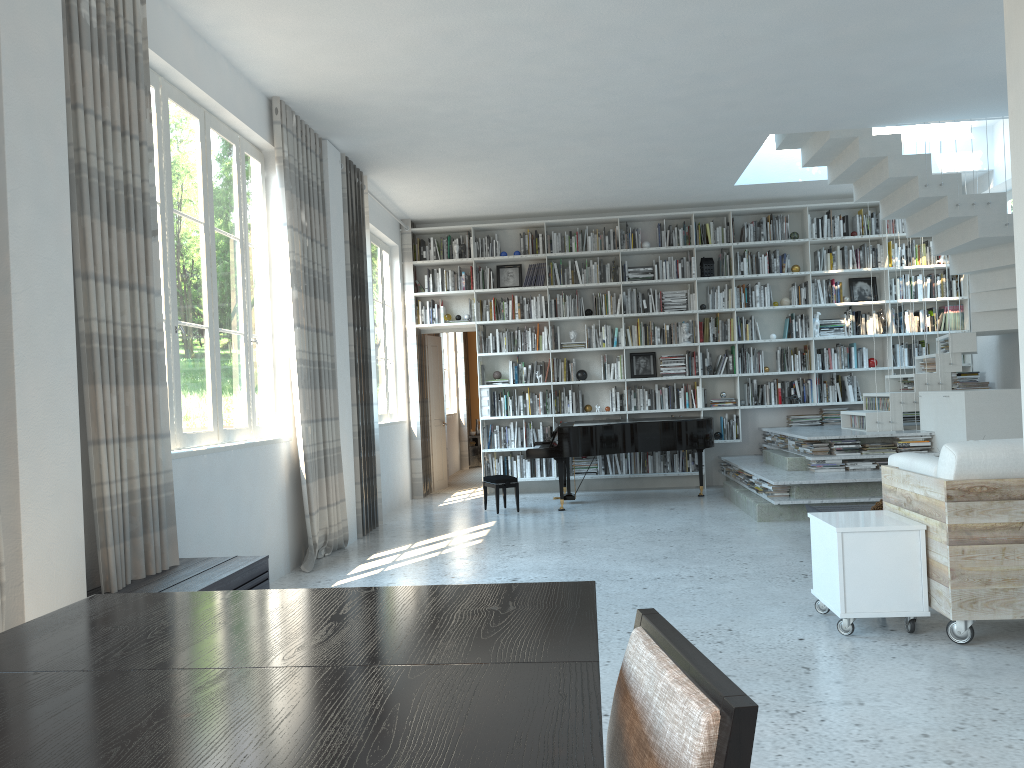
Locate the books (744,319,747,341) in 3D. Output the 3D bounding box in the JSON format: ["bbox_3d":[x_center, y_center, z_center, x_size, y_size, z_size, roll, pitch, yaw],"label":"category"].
[{"bbox_3d":[2.660,-0.612,10.147,0.013,0.256,0.144,-3,0,5],"label":"books"}]

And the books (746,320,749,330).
[{"bbox_3d":[2.687,-0.607,10.140,0.008,0.242,0.169,-3,0,5],"label":"books"}]

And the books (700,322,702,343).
[{"bbox_3d":[2.165,-0.584,10.193,0.014,0.244,0.145,-3,0,5],"label":"books"}]

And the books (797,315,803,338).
[{"bbox_3d":[3.273,-0.649,10.094,0.032,0.274,0.154,-3,0,5],"label":"books"}]

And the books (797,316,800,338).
[{"bbox_3d":[3.241,-0.640,10.089,0.015,0.259,0.152,-3,0,5],"label":"books"}]

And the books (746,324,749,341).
[{"bbox_3d":[2.674,-0.581,10.115,0.017,0.192,0.191,-3,-1,5],"label":"books"}]

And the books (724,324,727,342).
[{"bbox_3d":[2.425,-0.575,10.147,0.034,0.204,0.181,-3,0,5],"label":"books"}]

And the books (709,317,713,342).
[{"bbox_3d":[2.282,-0.614,10.167,0.019,0.294,0.163,-3,0,5],"label":"books"}]

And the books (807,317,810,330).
[{"bbox_3d":[3.366,-0.639,10.074,0.010,0.245,0.158,-3,0,5],"label":"books"}]

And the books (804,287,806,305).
[{"bbox_3d":[3.311,-0.985,10.076,0.013,0.204,0.173,-3,0,5],"label":"books"}]

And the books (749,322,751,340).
[{"bbox_3d":[2.708,-0.592,10.131,0.007,0.211,0.158,-3,0,5],"label":"books"}]

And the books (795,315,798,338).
[{"bbox_3d":[3.224,-0.641,10.090,0.018,0.263,0.165,-3,0,5],"label":"books"}]

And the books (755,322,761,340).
[{"bbox_3d":[2.798,-0.594,10.112,0.051,0.210,0.176,-3,0,5],"label":"books"}]

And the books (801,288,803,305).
[{"bbox_3d":[3.284,-0.982,10.089,0.013,0.202,0.173,-3,0,5],"label":"books"}]

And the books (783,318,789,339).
[{"bbox_3d":[3.123,-0.624,10.109,0.056,0.241,0.153,-3,0,5],"label":"books"}]

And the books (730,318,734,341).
[{"bbox_3d":[2.513,-0.611,10.166,0.033,0.268,0.141,-3,0,5],"label":"books"}]

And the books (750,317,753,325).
[{"bbox_3d":[2.737,-0.624,10.137,0.006,0.273,0.167,-3,0,5],"label":"books"}]

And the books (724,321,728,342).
[{"bbox_3d":[2.452,-0.594,10.164,0.028,0.239,0.145,-3,0,5],"label":"books"}]

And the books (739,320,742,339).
[{"bbox_3d":[2.610,-0.604,10.158,0.007,0.244,0.145,-3,0,5],"label":"books"}]

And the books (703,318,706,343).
[{"bbox_3d":[2.207,-0.610,10.175,0.035,0.293,0.145,-3,0,5],"label":"books"}]

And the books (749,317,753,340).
[{"bbox_3d":[2.730,-0.622,10.132,0.006,0.270,0.178,-3,0,5],"label":"books"}]

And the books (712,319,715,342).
[{"bbox_3d":[2.303,-0.606,10.189,0.035,0.278,0.139,-3,0,5],"label":"books"}]

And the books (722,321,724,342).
[{"bbox_3d":[2.400,-0.593,10.141,0.027,0.242,0.188,-3,0,5],"label":"books"}]

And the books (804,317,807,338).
[{"bbox_3d":[3.321,-0.636,10.090,0.013,0.245,0.158,-3,0,5],"label":"books"}]

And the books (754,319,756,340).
[{"bbox_3d":[2.769,-0.616,10.142,0.007,0.254,0.161,-3,0,5],"label":"books"}]

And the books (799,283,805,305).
[{"bbox_3d":[3.296,-1.010,10.078,0.016,0.257,0.176,-3,0,5],"label":"books"}]

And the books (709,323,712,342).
[{"bbox_3d":[2.266,-0.582,10.172,0.015,0.232,0.180,-3,0,5],"label":"books"}]

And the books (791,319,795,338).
[{"bbox_3d":[3.190,-0.618,10.090,0.013,0.219,0.187,-3,0,5],"label":"books"}]

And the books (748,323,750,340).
[{"bbox_3d":[2.699,-0.590,10.140,0.014,0.209,0.156,-3,0,5],"label":"books"}]

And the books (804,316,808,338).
[{"bbox_3d":[3.332,-0.641,10.071,0.011,0.252,0.169,-3,0,5],"label":"books"}]

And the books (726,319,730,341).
[{"bbox_3d":[2.474,-0.609,10.157,0.032,0.266,0.143,-3,0,5],"label":"books"}]

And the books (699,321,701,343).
[{"bbox_3d":[2.148,-0.589,10.196,0.015,0.255,0.150,-3,0,5],"label":"books"}]

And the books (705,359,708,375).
[{"bbox_3d":[2.219,-0.192,10.165,0.027,0.192,0.182,-3,0,5],"label":"books"}]

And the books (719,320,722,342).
[{"bbox_3d":[2.378,-0.597,10.167,0.033,0.253,0.174,-3,0,5],"label":"books"}]

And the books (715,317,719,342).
[{"bbox_3d":[2.345,-0.616,10.148,0.019,0.293,0.182,-3,0,5],"label":"books"}]

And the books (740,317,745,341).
[{"bbox_3d":[2.629,-0.623,10.121,0.013,0.279,0.191,-3,0,5],"label":"books"}]

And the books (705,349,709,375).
[{"bbox_3d":[2.238,-0.251,10.179,0.013,0.307,0.141,-3,0,5],"label":"books"}]

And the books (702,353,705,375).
[{"bbox_3d":[2.192,-0.221,10.188,0.028,0.253,0.142,-3,0,5],"label":"books"}]

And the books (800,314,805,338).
[{"bbox_3d":[3.294,-0.650,10.070,0.012,0.273,0.183,-3,0,5],"label":"books"}]

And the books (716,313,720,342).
[{"bbox_3d":[2.358,-0.639,10.166,0.021,0.337,0.169,-3,0,5],"label":"books"}]

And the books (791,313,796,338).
[{"bbox_3d":[3.202,-0.656,10.105,0.013,0.295,0.154,-3,0,5],"label":"books"}]

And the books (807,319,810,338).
[{"bbox_3d":[3.351,-0.621,10.085,0.023,0.212,0.164,-3,0,5],"label":"books"}]

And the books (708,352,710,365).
[{"bbox_3d":[2.253,-0.231,10.187,0.012,0.266,0.157,-3,0,5],"label":"books"}]

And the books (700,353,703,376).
[{"bbox_3d":[2.167,-0.225,10.194,0.024,0.263,0.154,-3,0,5],"label":"books"}]

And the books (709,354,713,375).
[{"bbox_3d":[2.276,-0.223,10.186,0.035,0.248,0.141,-3,0,5],"label":"books"}]

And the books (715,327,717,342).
[{"bbox_3d":[2.331,-0.559,10.189,0.030,0.181,0.131,-3,0,5],"label":"books"}]

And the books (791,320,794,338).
[{"bbox_3d":[3.180,-0.613,10.091,0.006,0.210,0.188,-3,0,5],"label":"books"}]

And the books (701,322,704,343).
[{"bbox_3d":[2.181,-0.586,10.204,0.013,0.247,0.176,-3,0,5],"label":"books"}]

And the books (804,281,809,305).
[{"bbox_3d":[3.343,-1.023,10.071,0.005,0.278,0.182,-3,0,5],"label":"books"}]

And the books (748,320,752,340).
[{"bbox_3d":[2.721,-0.608,10.142,0.017,0.243,0.132,-3,0,5],"label":"books"}]

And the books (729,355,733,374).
[{"bbox_3d":[2.489,-0.220,10.142,0.029,0.223,0.171,-3,0,5],"label":"books"}]

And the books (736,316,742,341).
[{"bbox_3d":[2.586,-0.625,10.140,0.035,0.288,0.191,-3,0,5],"label":"books"}]

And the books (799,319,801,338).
[{"bbox_3d":[3.254,-0.623,10.080,0.012,0.224,0.178,-3,0,5],"label":"books"}]

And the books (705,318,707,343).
[{"bbox_3d":[2.221,-0.610,10.184,0.035,0.293,0.145,-3,0,5],"label":"books"}]

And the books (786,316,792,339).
[{"bbox_3d":[3.159,-0.639,10.099,0.021,0.264,0.174,-3,0,5],"label":"books"}]

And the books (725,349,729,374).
[{"bbox_3d":[2.469,-0.250,10.164,0.013,0.286,0.138,-3,0,5],"label":"books"}]

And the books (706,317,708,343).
[{"bbox_3d":[2.232,-0.611,10.168,0.035,0.293,0.145,-3,0,5],"label":"books"}]

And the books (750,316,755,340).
[{"bbox_3d":[2.746,-0.632,10.136,0.013,0.287,0.159,-3,0,5],"label":"books"}]

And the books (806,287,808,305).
[{"bbox_3d":[3.336,-0.987,10.078,0.012,0.206,0.169,-3,0,5],"label":"books"}]
